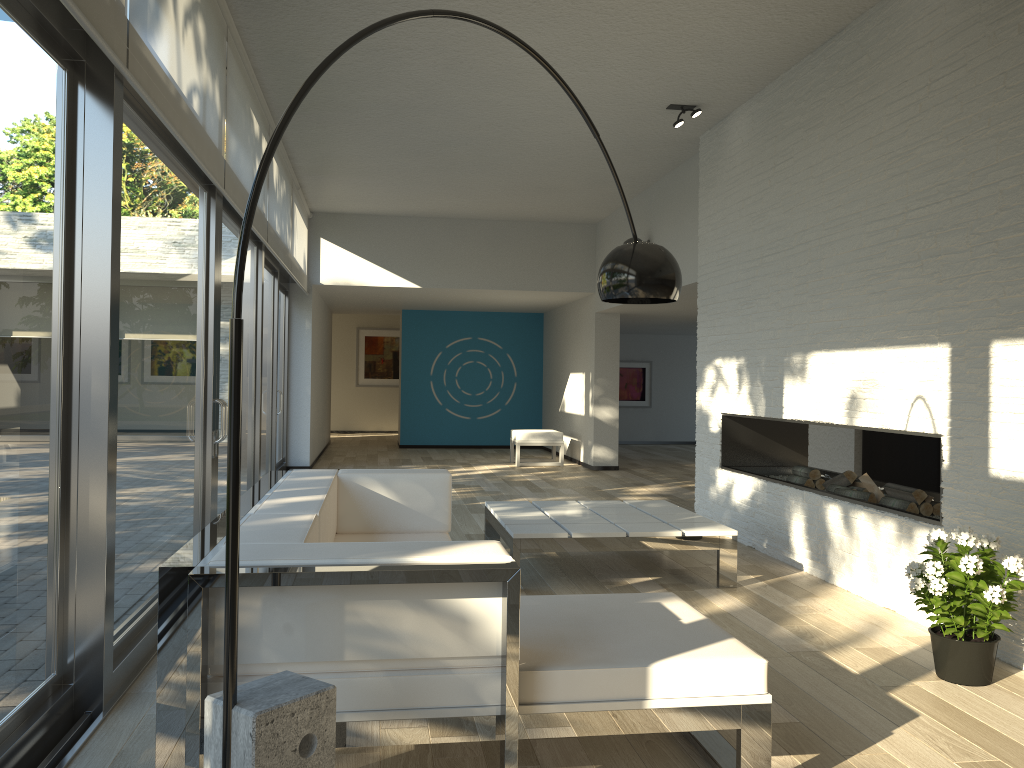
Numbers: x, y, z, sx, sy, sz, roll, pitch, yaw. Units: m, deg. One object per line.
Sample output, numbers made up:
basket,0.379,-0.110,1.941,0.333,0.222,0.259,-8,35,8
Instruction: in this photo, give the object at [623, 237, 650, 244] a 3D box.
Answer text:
object,1.255,-1.355,8.821,0.315,0.203,0.201,1,0,-9

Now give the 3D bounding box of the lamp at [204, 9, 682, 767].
lamp,0.011,0.069,2.361,0.282,2.024,1.753,0,0,34

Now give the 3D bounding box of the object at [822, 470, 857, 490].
object,1.991,0.599,5.387,0.093,0.170,0.271,1,0,-10

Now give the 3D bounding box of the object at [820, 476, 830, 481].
object,2.040,0.646,5.834,0.082,0.073,0.237,1,0,-10

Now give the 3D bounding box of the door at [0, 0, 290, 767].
door,-1.030,0.038,6.694,19.439,2.374,22.947,1,0,-9

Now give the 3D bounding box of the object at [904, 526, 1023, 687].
object,1.706,0.828,3.347,0.405,0.571,0.430,1,0,13

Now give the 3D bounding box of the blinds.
blinds,-1.537,-1.502,4.760,0.056,0.984,11.529,1,0,-9

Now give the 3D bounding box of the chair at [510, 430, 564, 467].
chair,0.321,0.837,11.680,0.611,0.442,0.610,1,0,-9

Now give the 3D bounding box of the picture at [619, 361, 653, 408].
picture,2.017,0.003,15.684,0.958,0.828,0.017,1,-1,-9

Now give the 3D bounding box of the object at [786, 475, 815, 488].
object,1.889,0.644,5.814,0.075,0.074,0.245,1,0,-10

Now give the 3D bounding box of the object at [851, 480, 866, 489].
object,2.082,0.607,5.321,0.064,0.060,0.229,1,0,-8

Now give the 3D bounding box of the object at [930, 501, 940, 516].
object,2.207,0.652,4.740,0.082,0.073,0.237,1,0,-10

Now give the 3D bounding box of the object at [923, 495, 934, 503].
object,2.167,0.610,4.759,0.064,0.060,0.229,1,0,-8

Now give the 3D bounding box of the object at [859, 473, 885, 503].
object,2.084,0.603,5.118,0.064,0.165,0.225,1,0,-10

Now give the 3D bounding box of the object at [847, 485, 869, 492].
object,2.045,0.648,5.281,0.076,0.076,0.236,1,0,-10

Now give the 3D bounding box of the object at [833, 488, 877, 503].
object,1.962,0.648,5.088,0.075,0.074,0.245,1,0,-30

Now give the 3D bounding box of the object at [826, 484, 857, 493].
object,1.970,0.647,5.282,0.075,0.074,0.245,1,0,-10

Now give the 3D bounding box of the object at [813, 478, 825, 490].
object,1.964,0.645,5.812,0.076,0.076,0.236,1,0,-10

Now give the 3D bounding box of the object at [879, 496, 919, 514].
object,2.056,0.650,4.720,0.075,0.074,0.245,1,0,-10

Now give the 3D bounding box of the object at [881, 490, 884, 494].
object,2.121,0.649,5.303,0.082,0.073,0.237,1,0,-10

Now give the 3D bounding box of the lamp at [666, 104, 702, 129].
lamp,1.221,-1.888,6.266,0.234,0.153,0.135,1,0,-9

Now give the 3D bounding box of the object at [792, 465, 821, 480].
object,1.929,0.581,5.818,0.082,0.073,0.237,1,0,-10

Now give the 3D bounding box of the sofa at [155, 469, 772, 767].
sofa,-0.247,0.755,3.321,1.545,0.654,2.404,1,0,-9

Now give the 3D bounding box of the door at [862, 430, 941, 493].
door,3.849,0.139,8.674,0.920,1.947,0.108,1,-1,-9

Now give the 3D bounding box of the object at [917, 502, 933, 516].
object,2.130,0.651,4.718,0.076,0.076,0.236,1,0,-10

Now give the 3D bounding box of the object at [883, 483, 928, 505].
object,2.092,0.585,4.727,0.093,0.088,0.260,1,0,-10

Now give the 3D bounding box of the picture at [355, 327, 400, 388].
picture,-2.433,-0.525,17.798,1.378,1.191,0.017,1,-1,-9

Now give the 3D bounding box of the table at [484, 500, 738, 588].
table,0.516,0.930,5.276,1.220,0.305,1.220,1,0,-9
